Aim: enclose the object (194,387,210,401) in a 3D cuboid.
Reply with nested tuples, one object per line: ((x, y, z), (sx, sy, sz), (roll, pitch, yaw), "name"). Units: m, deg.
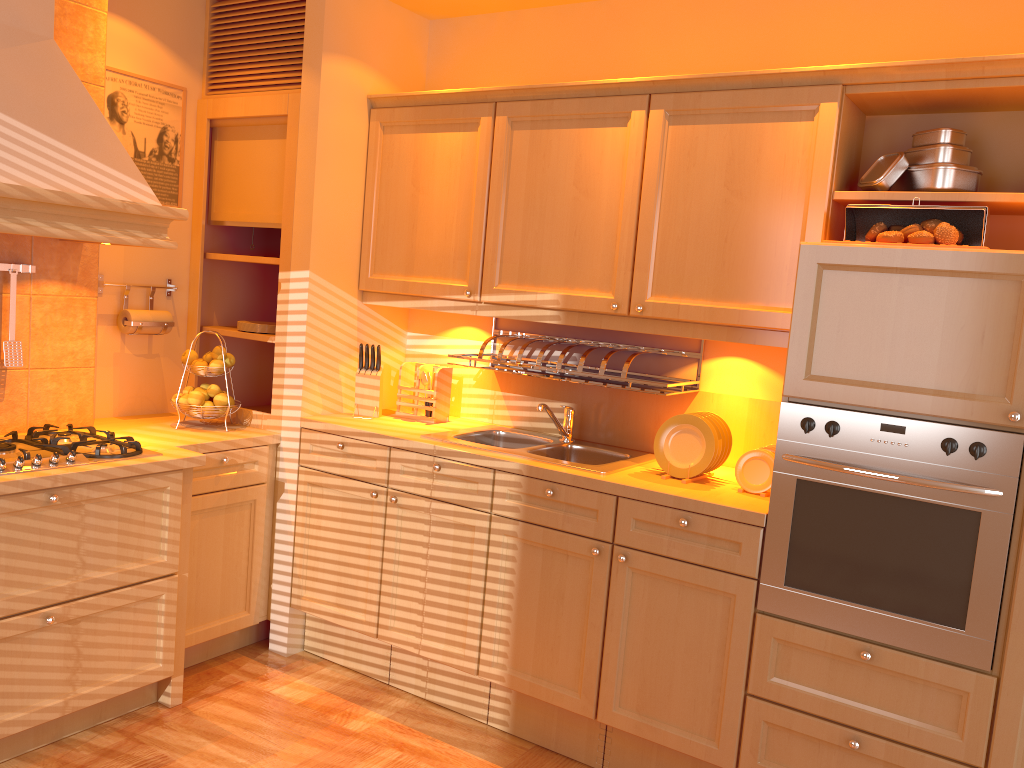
((-1.192, 0.043, 3.403), (0.063, 0.061, 0.063), (5, 6, 6), "object")

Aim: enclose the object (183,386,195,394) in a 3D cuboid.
((-1.246, 0.036, 3.432), (0.055, 0.058, 0.056), (2, 6, -22), "object")

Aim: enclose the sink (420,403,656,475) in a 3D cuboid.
((0.105, 0.234, 3.159), (0.746, 0.336, 0.465), (9, 7, 32), "sink")

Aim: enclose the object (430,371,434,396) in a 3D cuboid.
((-0.327, 0.048, 3.567), (0.018, 0.196, 0.023), (9, 8, 37), "object")

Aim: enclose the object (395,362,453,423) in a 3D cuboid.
((-0.356, 0.032, 3.596), (0.200, 0.221, 0.103), (9, 7, 32), "object")

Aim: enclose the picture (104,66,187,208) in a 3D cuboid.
((-1.436, -0.945, 3.457), (0.007, 0.491, 0.366), (9, 7, 32), "picture")

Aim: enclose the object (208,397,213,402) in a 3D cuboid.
((-1.202, 0.047, 3.501), (0.058, 0.055, 0.059), (10, 8, 40), "object")

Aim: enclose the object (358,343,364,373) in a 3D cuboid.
((-0.605, -0.030, 3.530), (0.019, 0.265, 0.037), (4, 6, -3), "object")

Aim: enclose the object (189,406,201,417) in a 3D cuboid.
((-1.217, 0.100, 3.416), (0.052, 0.056, 0.057), (4, 6, -5), "object")

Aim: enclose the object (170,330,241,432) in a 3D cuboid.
((-1.185, -0.020, 3.448), (0.265, 0.376, 0.265), (4, 6, -8), "object")

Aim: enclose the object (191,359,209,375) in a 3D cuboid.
((-1.202, -0.064, 3.414), (0.064, 0.058, 0.063), (5, 6, -1), "object")

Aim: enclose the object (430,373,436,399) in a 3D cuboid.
((-0.322, 0.050, 3.545), (0.022, 0.196, 0.018), (9, 8, 37), "object")

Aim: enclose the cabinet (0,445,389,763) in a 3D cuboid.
((-1.410, 0.679, 2.825), (1.141, 0.840, 2.850), (9, 7, 32), "cabinet")

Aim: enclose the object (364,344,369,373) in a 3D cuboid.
((-0.584, -0.028, 3.528), (0.019, 0.265, 0.038), (7, 6, 16), "object")

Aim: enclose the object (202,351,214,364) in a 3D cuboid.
((-1.177, -0.102, 3.450), (0.050, 0.051, 0.051), (1, 7, -33), "object")

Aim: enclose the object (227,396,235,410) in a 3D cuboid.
((-1.131, 0.074, 3.519), (0.059, 0.059, 0.058), (3, 6, -14), "object")

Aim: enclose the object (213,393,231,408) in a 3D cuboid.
((-1.111, 0.064, 3.398), (0.063, 0.060, 0.064), (-1, 8, -42), "object")

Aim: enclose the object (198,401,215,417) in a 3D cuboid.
((-1.166, 0.094, 3.384), (0.064, 0.062, 0.064), (7, 6, 20), "object")

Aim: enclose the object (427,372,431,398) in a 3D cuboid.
((-0.333, 0.049, 3.546), (0.020, 0.196, 0.017), (1, 7, -32), "object")

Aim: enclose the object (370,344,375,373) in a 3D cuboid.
((-0.560, -0.026, 3.525), (0.019, 0.265, 0.038), (7, 6, 16), "object")

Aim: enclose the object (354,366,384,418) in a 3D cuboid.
((-0.571, 0.029, 3.546), (0.100, 0.200, 0.070), (5, 6, 6), "object")

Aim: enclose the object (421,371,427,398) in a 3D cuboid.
((-0.349, 0.045, 3.546), (0.042, 0.192, 0.040), (4, 6, -7), "object")

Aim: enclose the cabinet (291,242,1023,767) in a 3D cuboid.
((0.592, 0.412, 2.841), (3.000, 1.700, 0.625), (9, 7, 32), "cabinet")

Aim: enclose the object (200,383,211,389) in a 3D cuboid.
((-1.189, 0.018, 3.453), (0.051, 0.048, 0.050), (2, 7, -24), "object")

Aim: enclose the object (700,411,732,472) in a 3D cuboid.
((0.626, 0.191, 2.918), (0.205, 0.200, 0.049), (9, 7, 34), "object")

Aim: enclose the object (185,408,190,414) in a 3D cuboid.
((-1.251, 0.097, 3.456), (0.046, 0.043, 0.047), (4, 6, -7), "object")

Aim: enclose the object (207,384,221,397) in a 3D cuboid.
((-1.146, 0.026, 3.406), (0.050, 0.052, 0.049), (10, 8, 40), "object")

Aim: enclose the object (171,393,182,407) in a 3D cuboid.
((-1.288, 0.064, 3.435), (0.056, 0.057, 0.053), (6, 6, 9), "object")

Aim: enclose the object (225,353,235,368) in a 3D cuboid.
((-1.111, -0.092, 3.464), (0.058, 0.060, 0.057), (0, 7, -36), "object")

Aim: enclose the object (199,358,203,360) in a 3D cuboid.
((-1.218, -0.072, 3.470), (0.057, 0.056, 0.051), (4, 6, -8), "object")

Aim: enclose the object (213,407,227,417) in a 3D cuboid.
((-1.140, 0.099, 3.446), (0.063, 0.061, 0.064), (6, 6, 11), "object")

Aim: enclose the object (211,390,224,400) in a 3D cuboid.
((-1.148, 0.049, 3.472), (0.057, 0.059, 0.058), (4, 6, -4), "object")

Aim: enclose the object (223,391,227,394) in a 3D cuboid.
((-1.157, 0.051, 3.552), (0.045, 0.047, 0.046), (4, 6, -12), "object")

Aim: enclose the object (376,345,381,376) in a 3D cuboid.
((-0.537, -0.024, 3.522), (0.019, 0.265, 0.037), (7, 6, 16), "object")

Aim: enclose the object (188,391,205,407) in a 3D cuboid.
((-1.191, 0.057, 3.348), (0.056, 0.063, 0.065), (6, 6, 8), "object")

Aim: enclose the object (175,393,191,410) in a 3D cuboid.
((-1.250, 0.066, 3.380), (0.063, 0.063, 0.063), (11, 8, 44), "object")

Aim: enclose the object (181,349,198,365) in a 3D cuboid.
((-1.246, -0.102, 3.430), (0.063, 0.064, 0.061), (10, 8, 42), "object")

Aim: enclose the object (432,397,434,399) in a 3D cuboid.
((-0.314, 0.044, 3.580), (0.042, 0.192, 0.040), (4, 6, -8), "object")

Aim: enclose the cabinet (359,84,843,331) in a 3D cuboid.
((0.251, -0.624, 3.183), (1.792, 0.712, 0.332), (9, 7, 32), "cabinet")

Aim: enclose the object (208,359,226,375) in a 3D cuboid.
((-1.136, -0.066, 3.418), (0.064, 0.063, 0.063), (0, 8, -40), "object")
